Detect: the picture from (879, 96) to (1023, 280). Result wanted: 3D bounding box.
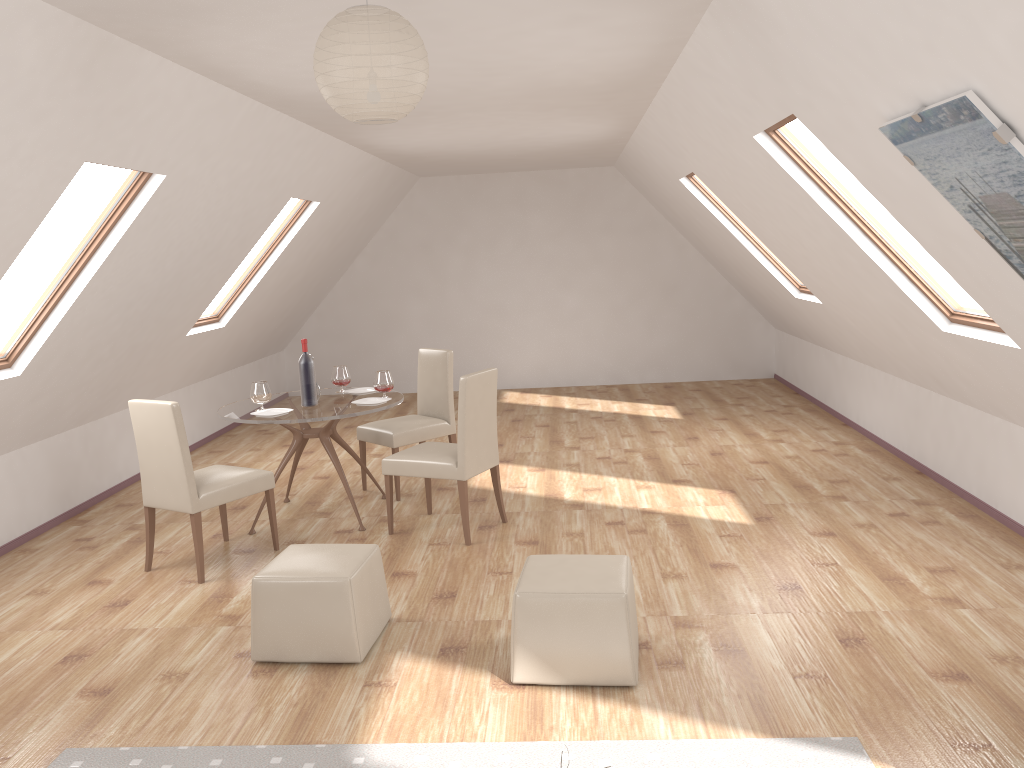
[{"bbox_3d":[1.569,-0.460,2.691,0.683,0.738,0.650,-2,9,4],"label":"picture"}]

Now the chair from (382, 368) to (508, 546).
[{"bbox_3d":[-0.418,0.411,5.464,0.618,0.999,0.477,2,10,28],"label":"chair"}]

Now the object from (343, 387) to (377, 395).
[{"bbox_3d":[-1.038,0.053,6.144,0.228,0.020,0.228,-10,11,-40],"label":"object"}]

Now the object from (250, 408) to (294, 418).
[{"bbox_3d":[-1.476,0.180,5.460,0.228,0.020,0.228,2,10,29],"label":"object"}]

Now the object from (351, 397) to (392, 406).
[{"bbox_3d":[-0.899,0.116,5.684,0.228,0.020,0.228,1,10,26],"label":"object"}]

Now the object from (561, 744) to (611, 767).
[{"bbox_3d":[0.134,1.023,2.120,0.184,0.359,0.123,-11,12,-44],"label":"object"}]

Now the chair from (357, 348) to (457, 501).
[{"bbox_3d":[-0.753,0.270,6.499,0.618,0.999,0.477,-11,12,-41],"label":"chair"}]

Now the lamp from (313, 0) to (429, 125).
[{"bbox_3d":[-0.420,-1.030,2.614,0.340,0.497,0.340,5,12,43],"label":"lamp"}]

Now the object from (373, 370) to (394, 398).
[{"bbox_3d":[-0.847,0.005,5.855,0.136,0.183,0.136,-6,9,-17],"label":"object"}]

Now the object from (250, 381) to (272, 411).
[{"bbox_3d":[-1.598,0.077,5.643,0.136,0.183,0.136,2,10,30],"label":"object"}]

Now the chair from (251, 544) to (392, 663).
[{"bbox_3d":[-0.858,0.962,3.988,0.506,0.394,0.506,-2,9,8],"label":"chair"}]

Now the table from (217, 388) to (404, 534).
[{"bbox_3d":[-1.299,0.501,5.918,1.198,0.770,1.198,1,10,24],"label":"table"}]

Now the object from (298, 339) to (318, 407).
[{"bbox_3d":[-1.313,-0.073,5.679,0.109,0.435,0.109,-3,9,0],"label":"object"}]

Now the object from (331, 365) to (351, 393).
[{"bbox_3d":[-1.201,-0.034,6.231,0.136,0.183,0.136,-6,9,-17],"label":"object"}]

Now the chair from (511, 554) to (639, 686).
[{"bbox_3d":[0.264,0.952,3.673,0.506,0.394,0.506,-2,9,9],"label":"chair"}]

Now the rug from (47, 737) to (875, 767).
[{"bbox_3d":[-0.267,1.385,2.327,2.800,0.007,1.600,-2,9,4],"label":"rug"}]

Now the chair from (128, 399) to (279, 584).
[{"bbox_3d":[-1.766,0.538,5.092,0.477,0.999,0.618,2,10,31],"label":"chair"}]

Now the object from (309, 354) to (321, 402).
[{"bbox_3d":[-1.325,-0.038,5.837,0.086,0.322,0.096,-9,10,-33],"label":"object"}]
